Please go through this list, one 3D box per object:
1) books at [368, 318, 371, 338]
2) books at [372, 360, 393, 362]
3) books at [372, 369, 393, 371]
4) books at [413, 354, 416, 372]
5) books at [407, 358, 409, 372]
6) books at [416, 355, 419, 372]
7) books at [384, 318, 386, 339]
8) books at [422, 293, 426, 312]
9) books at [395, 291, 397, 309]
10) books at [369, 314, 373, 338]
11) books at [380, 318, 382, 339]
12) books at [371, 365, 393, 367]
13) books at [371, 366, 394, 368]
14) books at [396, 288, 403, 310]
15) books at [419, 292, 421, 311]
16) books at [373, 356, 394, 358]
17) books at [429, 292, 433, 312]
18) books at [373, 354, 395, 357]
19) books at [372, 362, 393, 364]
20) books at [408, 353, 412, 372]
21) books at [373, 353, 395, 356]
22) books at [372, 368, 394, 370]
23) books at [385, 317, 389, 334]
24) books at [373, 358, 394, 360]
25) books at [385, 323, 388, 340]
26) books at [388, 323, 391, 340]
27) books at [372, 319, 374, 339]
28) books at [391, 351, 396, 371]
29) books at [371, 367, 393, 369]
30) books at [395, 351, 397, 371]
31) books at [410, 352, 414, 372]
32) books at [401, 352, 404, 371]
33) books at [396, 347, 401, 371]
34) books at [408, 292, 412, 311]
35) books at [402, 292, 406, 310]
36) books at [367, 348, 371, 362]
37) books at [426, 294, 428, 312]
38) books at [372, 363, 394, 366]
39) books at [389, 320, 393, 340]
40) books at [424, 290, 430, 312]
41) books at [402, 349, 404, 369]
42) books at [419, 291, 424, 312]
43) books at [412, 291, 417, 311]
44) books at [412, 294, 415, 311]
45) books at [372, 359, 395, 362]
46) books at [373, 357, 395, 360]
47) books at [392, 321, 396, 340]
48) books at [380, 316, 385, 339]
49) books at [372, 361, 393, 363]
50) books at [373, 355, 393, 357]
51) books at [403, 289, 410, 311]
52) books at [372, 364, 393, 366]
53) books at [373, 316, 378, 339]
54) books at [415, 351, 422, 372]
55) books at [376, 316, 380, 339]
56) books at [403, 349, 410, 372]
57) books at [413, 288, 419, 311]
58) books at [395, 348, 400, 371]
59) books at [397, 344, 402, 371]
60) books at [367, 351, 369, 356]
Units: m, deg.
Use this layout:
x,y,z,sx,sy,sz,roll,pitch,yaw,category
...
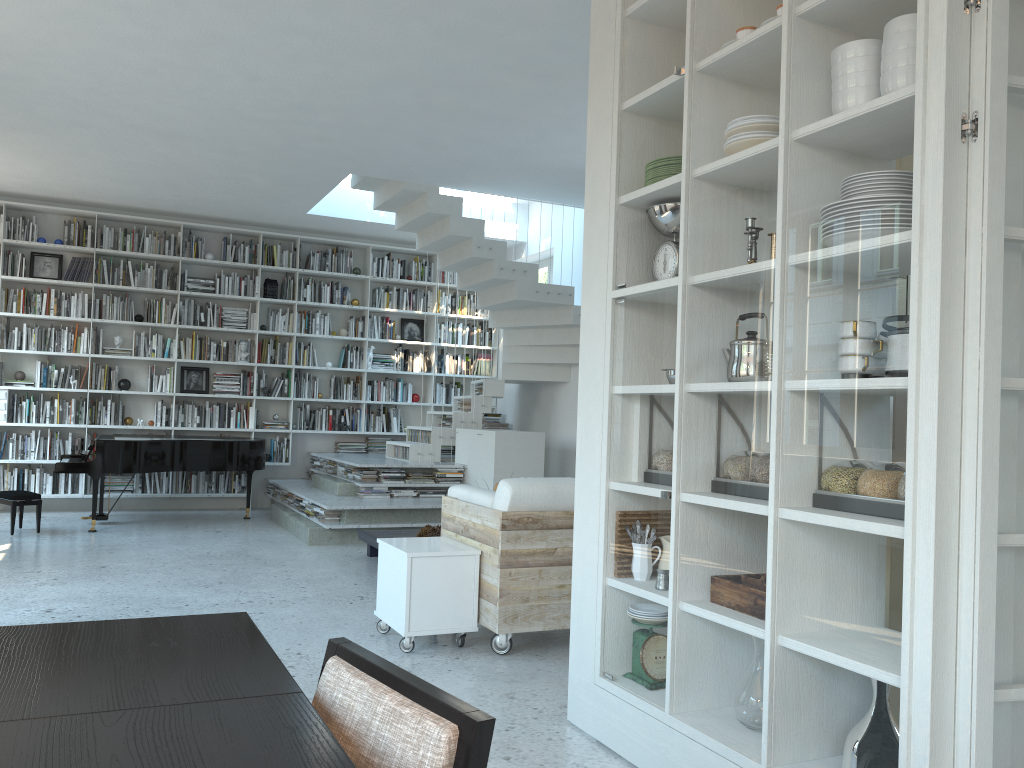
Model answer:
x,y,z,sx,sy,sz,roll,pitch,yaw,category
-1.733,-0.658,10.663,0.030,0.253,0.128,3,-2,-25,books
-1.579,-0.271,10.708,0.254,0.012,0.161,3,-2,-20,books
-1.586,-0.162,10.703,0.285,0.012,0.159,3,-2,-30,books
-1.214,-0.253,10.900,0.028,0.235,0.129,3,-2,-25,books
-1.289,-0.278,10.869,0.010,0.278,0.129,3,-2,-25,books
-1.187,-0.241,10.904,0.025,0.213,0.155,3,-2,-25,books
-1.559,-0.656,10.733,0.020,0.267,0.152,3,-2,-25,books
-1.108,-0.987,10.926,0.030,0.241,0.162,3,-2,-25,books
-1.431,-1.002,10.786,0.025,0.238,0.143,3,-2,-25,books
-1.706,-0.681,10.661,0.015,0.300,0.140,3,-2,-25,books
-1.602,-0.659,10.724,0.043,0.269,0.131,3,-2,-25,books
-1.585,-0.210,10.707,0.254,0.012,0.161,3,-2,-21,books
-1.585,-0.198,10.704,0.285,0.012,0.159,3,-2,-20,books
-1.382,-1.015,10.751,0.032,0.265,0.245,3,-2,-25,books
-1.160,-0.994,10.904,0.011,0.249,0.152,3,-2,-25,books
-1.580,-0.319,10.715,0.285,0.012,0.159,3,-2,-23,books
-1.026,-0.995,10.969,0.031,0.265,0.169,3,-2,-25,books
-1.579,-0.343,10.716,0.285,0.012,0.159,3,-2,-27,books
-1.582,-0.246,10.707,0.254,0.012,0.161,3,-2,-30,books
-1.262,-0.260,10.859,0.031,0.242,0.147,3,-2,-25,books
-1.579,-0.355,10.716,0.285,0.012,0.159,3,-2,-23,books
-1.587,-0.174,10.706,0.285,0.012,0.159,3,-2,-21,books
-1.525,-0.664,10.732,0.014,0.285,0.175,3,-2,-25,books
-1.581,-0.295,10.715,0.285,0.012,0.159,3,-2,-23,books
-1.534,-0.626,10.715,0.013,0.207,0.189,3,-2,-25,books
-1.507,-0.627,10.744,0.033,0.213,0.152,3,-2,-25,books
-1.692,-0.654,10.658,0.011,0.248,0.155,3,-2,-25,books
-1.441,-0.275,10.774,0.012,0.254,0.161,3,-2,-25,books
-1.586,-0.186,10.707,0.254,0.012,0.161,3,-2,-29,books
-1.433,-0.271,10.797,0.023,0.247,0.138,3,-2,-25,books
-1.241,-0.262,10.888,0.031,0.250,0.133,3,-2,-25,books
-1.360,-0.263,10.802,0.030,0.236,0.179,3,-2,-25,books
-1.384,-0.296,10.783,0.011,0.300,0.184,3,-2,-25,books
-1.259,-0.995,10.843,0.014,0.240,0.189,3,-2,-25,books
-1.336,-0.994,10.804,0.030,0.230,0.187,3,-2,-25,books
-1.736,-0.297,10.649,0.028,0.267,0.138,3,-2,-25,books
-1.076,-0.982,10.952,0.022,0.234,0.158,3,-2,-25,books
-1.585,-0.234,10.712,0.285,0.012,0.159,3,-2,-27,books
-1.481,-0.646,10.756,0.021,0.253,0.167,3,-2,-25,books
-1.052,-1.006,10.959,0.026,0.284,0.147,3,-2,-25,books
-1.347,-0.283,10.827,0.013,0.280,0.131,3,-2,-25,books
-1.134,-1.004,10.906,0.036,0.272,0.177,3,-2,-25,books
-1.209,-1.004,10.885,0.023,0.264,0.156,3,-2,-25,books
-1.230,-0.982,10.865,0.031,0.217,0.165,3,-2,-25,books
-1.581,-0.283,10.712,0.285,0.012,0.159,3,-2,-28,books
-1.578,-0.307,10.708,0.285,0.012,0.159,3,-2,-30,books
-1.456,-0.640,10.757,0.026,0.243,0.178,3,-2,-25,books
-1.567,-0.667,10.714,0.012,0.287,0.176,3,-2,-25,books
-1.586,-0.258,10.717,0.254,0.012,0.161,3,-2,-25,books
-1.580,-0.331,10.715,0.254,0.012,0.161,3,-2,-23,books
-1.296,-1.018,10.852,0.048,0.283,0.162,3,-2,-25,books
-1.587,-0.222,10.711,0.254,0.012,0.161,3,-2,-23,books
-1.659,-0.673,10.680,0.065,0.289,0.146,3,-2,-25,books
-1.155,-0.269,10.893,0.021,0.271,0.191,3,-2,-25,books
-1.623,-0.669,10.703,0.012,0.285,0.159,3,-2,-25,books
-1.309,-0.283,10.830,0.059,0.282,0.167,3,-2,-25,books
-1.182,-1.018,10.882,0.022,0.294,0.181,3,-2,-25,books
-1.406,-0.289,10.802,0.012,0.285,0.159,3,-2,-25,books
-1.373,-0.315,10.787,0.010,0.339,0.180,3,-2,-25,books
-1.748,-0.276,10.610,0.027,0.221,0.184,3,-2,-25,books
